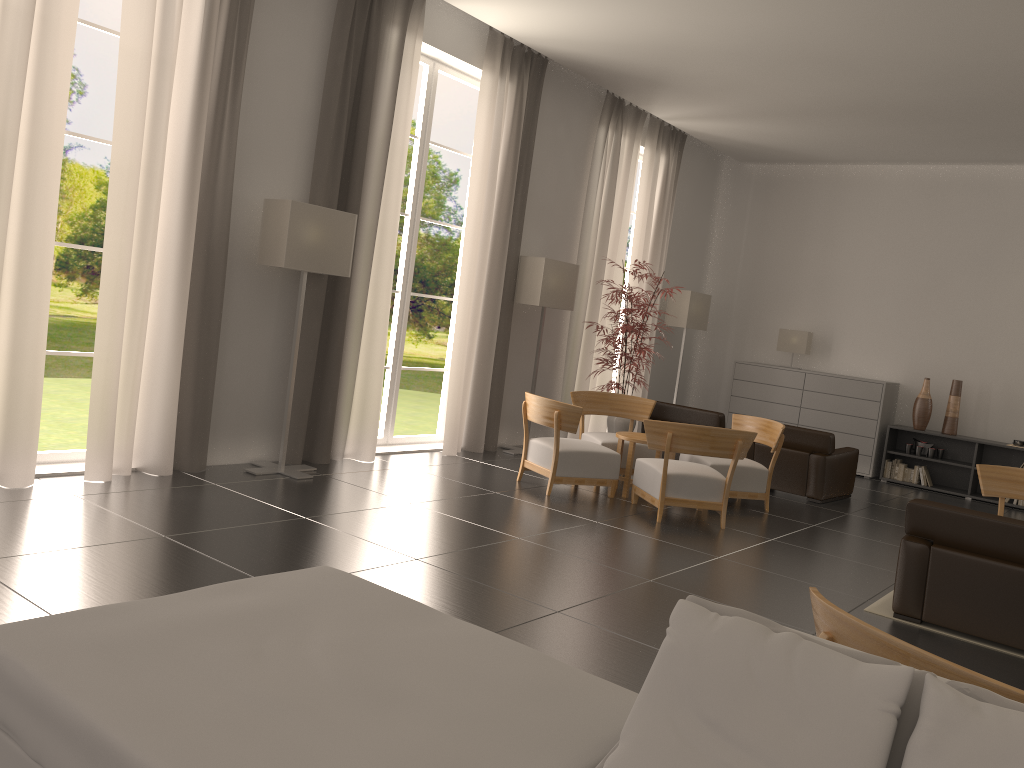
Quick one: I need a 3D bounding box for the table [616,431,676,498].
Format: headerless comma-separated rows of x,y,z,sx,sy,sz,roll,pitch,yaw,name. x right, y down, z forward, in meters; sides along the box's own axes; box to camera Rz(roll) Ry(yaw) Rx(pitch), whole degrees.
1.808,1.128,12.186,0.869,0.802,0.871,5,5,-31,table

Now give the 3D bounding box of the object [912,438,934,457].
7.781,1.200,16.800,0.142,0.309,0.414,5,5,-38,object

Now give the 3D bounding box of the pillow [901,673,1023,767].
1.361,1.208,2.232,0.803,0.595,0.595,11,5,37,pillow

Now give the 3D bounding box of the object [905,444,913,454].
7.528,1.231,16.820,0.135,0.178,0.136,10,5,38,object

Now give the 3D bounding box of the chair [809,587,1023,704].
1.864,1.603,3.544,1.150,1.225,1.455,5,5,-28,chair

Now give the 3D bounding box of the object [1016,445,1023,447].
9.107,1.093,15.723,0.292,0.058,0.086,9,5,24,object

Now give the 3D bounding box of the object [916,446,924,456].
7.641,1.261,16.641,0.135,0.178,0.136,10,5,38,object

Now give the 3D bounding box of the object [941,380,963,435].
8.242,0.435,16.560,0.263,1.024,0.262,10,5,40,object

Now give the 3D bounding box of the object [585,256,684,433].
1.836,-0.374,14.726,1.491,3.394,1.771,9,4,22,object

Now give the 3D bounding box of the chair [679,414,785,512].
3.088,1.060,12.484,1.150,1.225,1.454,7,4,-13,chair

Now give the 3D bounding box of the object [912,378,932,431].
7.733,0.377,16.668,0.326,0.991,0.327,6,4,-30,object

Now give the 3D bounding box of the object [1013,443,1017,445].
8.998,1.077,15.861,0.034,0.040,0.112,7,4,-9,object

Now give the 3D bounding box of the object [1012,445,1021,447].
9.096,1.123,15.617,0.515,0.015,0.014,10,5,29,object

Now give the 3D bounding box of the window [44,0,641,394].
13.381,-2.633,14.091,99.282,20.558,48.604,11,5,37,window

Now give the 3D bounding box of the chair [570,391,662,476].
1.574,0.796,13.299,1.451,1.225,1.153,6,4,-18,chair

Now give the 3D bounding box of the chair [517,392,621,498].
0.735,0.799,11.866,1.150,1.225,1.455,5,5,-28,chair

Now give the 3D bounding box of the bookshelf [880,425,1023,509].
8.505,1.555,16.244,3.085,1.078,0.740,11,5,37,bookshelf

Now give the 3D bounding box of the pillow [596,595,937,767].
0.803,1.106,2.831,0.920,0.576,0.549,11,5,37,pillow

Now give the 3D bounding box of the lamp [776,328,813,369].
5.925,-0.730,18.660,0.620,0.795,0.309,10,5,37,lamp

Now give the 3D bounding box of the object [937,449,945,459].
8.032,1.312,16.637,0.135,0.178,0.135,11,5,43,object

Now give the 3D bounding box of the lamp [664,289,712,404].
3.545,-0.357,18.703,0.909,3.175,1.000,10,4,37,lamp

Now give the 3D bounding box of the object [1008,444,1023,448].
9.290,1.154,15.656,0.895,0.003,0.671,11,6,39,object

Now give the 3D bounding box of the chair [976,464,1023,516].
5.773,1.618,9.777,1.454,1.225,1.150,11,5,37,chair

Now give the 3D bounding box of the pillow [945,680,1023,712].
1.492,1.238,2.304,0.920,0.591,0.557,11,5,36,pillow

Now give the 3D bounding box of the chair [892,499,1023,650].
4.343,1.653,7.926,1.540,1.075,1.499,11,5,37,chair

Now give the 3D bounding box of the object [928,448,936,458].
7.822,1.292,16.538,0.136,0.178,0.135,8,4,7,object

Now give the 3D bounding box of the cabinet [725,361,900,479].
6.091,0.674,18.252,3.085,1.874,1.040,11,5,37,cabinet

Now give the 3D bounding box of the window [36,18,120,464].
-4.725,-2.010,8.969,0.110,5.744,2.642,10,4,37,window

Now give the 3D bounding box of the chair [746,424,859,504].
4.568,1.184,14.247,1.540,1.075,1.499,11,5,37,chair

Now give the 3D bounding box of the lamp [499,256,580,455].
0.419,-0.442,14.552,0.909,3.175,1.000,10,4,37,lamp

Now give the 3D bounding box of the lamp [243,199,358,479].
-2.574,-0.524,10.579,0.909,3.175,1.000,10,4,37,lamp

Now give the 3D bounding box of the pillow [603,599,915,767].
0.719,1.083,2.719,0.803,0.598,0.585,11,5,36,pillow

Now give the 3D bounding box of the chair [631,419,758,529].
2.173,1.053,11.043,1.451,1.225,1.152,7,4,-8,chair

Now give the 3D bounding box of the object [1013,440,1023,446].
9.157,1.065,16.005,0.188,0.082,0.188,7,4,-3,object

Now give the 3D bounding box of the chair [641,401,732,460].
3.160,0.914,15.318,1.540,1.075,1.499,11,5,37,chair
